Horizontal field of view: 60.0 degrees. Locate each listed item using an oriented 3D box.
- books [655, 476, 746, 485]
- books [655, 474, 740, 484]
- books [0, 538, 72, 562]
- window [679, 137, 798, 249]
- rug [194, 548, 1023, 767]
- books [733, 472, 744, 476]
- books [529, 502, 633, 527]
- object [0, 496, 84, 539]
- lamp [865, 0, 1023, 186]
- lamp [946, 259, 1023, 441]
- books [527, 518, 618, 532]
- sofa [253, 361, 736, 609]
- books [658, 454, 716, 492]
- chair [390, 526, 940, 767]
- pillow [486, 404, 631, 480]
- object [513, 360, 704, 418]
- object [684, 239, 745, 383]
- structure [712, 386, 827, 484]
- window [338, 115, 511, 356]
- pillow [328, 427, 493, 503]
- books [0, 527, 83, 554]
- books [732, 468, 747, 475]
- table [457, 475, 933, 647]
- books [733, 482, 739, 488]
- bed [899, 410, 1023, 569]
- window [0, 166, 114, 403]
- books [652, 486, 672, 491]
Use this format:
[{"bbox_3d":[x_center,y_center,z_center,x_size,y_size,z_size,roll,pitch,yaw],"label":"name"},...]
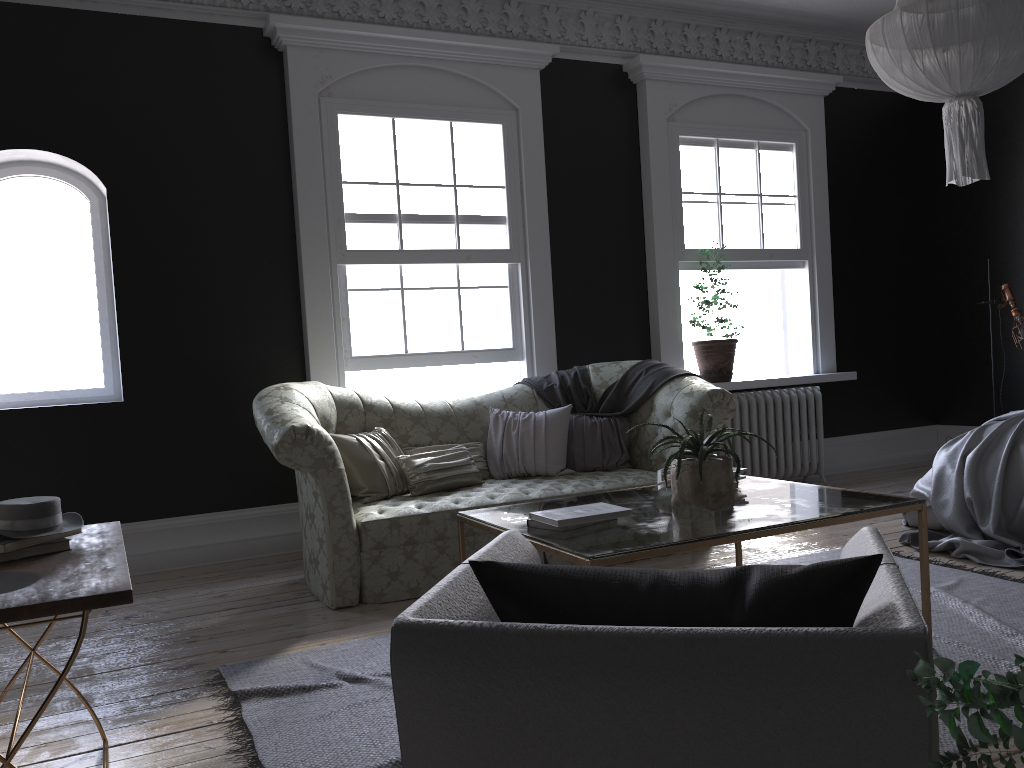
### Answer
[{"bbox_3d":[0.820,0.419,3.851,0.318,0.011,0.252,-5,2,-43],"label":"books"},{"bbox_3d":[0.805,0.410,3.842,0.252,0.011,0.318,-3,2,37],"label":"books"},{"bbox_3d":[-1.420,0.468,2.500,0.203,0.029,0.268,-2,2,45],"label":"books"},{"bbox_3d":[1.896,-1.545,7.422,1.262,1.018,0.056,-4,3,-25],"label":"window"},{"bbox_3d":[0.796,1.020,3.391,3.642,0.050,2.105,-4,1,-24],"label":"rug"},{"bbox_3d":[0.824,0.398,3.843,0.252,0.011,0.318,-3,2,37],"label":"books"},{"bbox_3d":[0.247,0.469,3.198,0.307,0.024,0.220,-4,1,-25],"label":"books"},{"bbox_3d":[-1.388,0.378,2.549,0.328,0.087,0.258,-3,2,31],"label":"object"},{"bbox_3d":[2.002,-1.929,3.996,0.784,2.050,0.781,-3,2,18],"label":"lamp"},{"bbox_3d":[4.039,-0.152,7.580,0.437,1.780,1.716,-3,2,13],"label":"lamp"},{"bbox_3d":[0.225,0.497,3.260,0.289,0.030,0.193,-5,2,-41],"label":"books"},{"bbox_3d":[-0.168,0.495,5.519,2.811,1.161,1.606,-4,2,-24],"label":"sofa"},{"bbox_3d":[0.762,0.379,3.803,0.273,0.109,0.322,-3,1,10],"label":"books"},{"bbox_3d":[0.283,0.681,1.535,0.819,0.863,0.769,-3,2,15],"label":"chair"},{"bbox_3d":[0.314,0.352,5.690,0.963,0.462,0.405,-4,2,-18],"label":"pillow"},{"bbox_3d":[0.640,0.146,6.006,1.367,0.585,0.516,-3,2,24],"label":"object"},{"bbox_3d":[1.630,-0.579,7.146,0.474,1.135,0.505,-3,2,15],"label":"object"},{"bbox_3d":[2.119,0.469,7.318,1.140,0.849,0.276,-4,2,-25],"label":"structure"},{"bbox_3d":[-0.588,-1.036,6.263,1.262,1.673,0.056,-4,3,-25],"label":"window"},{"bbox_3d":[-0.579,0.438,5.248,1.105,0.416,0.529,-4,2,-25],"label":"pillow"},{"bbox_3d":[-1.404,0.437,2.523,0.193,0.030,0.289,-3,1,16],"label":"books"},{"bbox_3d":[0.831,0.387,3.845,0.252,0.011,0.318,-2,2,42],"label":"books"},{"bbox_3d":[0.673,0.758,3.497,1.448,0.558,1.092,-4,2,-25],"label":"table"},{"bbox_3d":[0.844,0.445,3.858,0.231,0.023,0.162,-4,1,-24],"label":"books"},{"bbox_3d":[3.948,0.155,5.023,3.280,1.299,2.766,-5,2,-36],"label":"bed"},{"bbox_3d":[-2.976,-0.629,5.600,0.739,1.458,0.112,-5,3,-25],"label":"window"},{"bbox_3d":[0.785,0.433,3.825,0.252,0.011,0.318,-3,2,32],"label":"books"}]
